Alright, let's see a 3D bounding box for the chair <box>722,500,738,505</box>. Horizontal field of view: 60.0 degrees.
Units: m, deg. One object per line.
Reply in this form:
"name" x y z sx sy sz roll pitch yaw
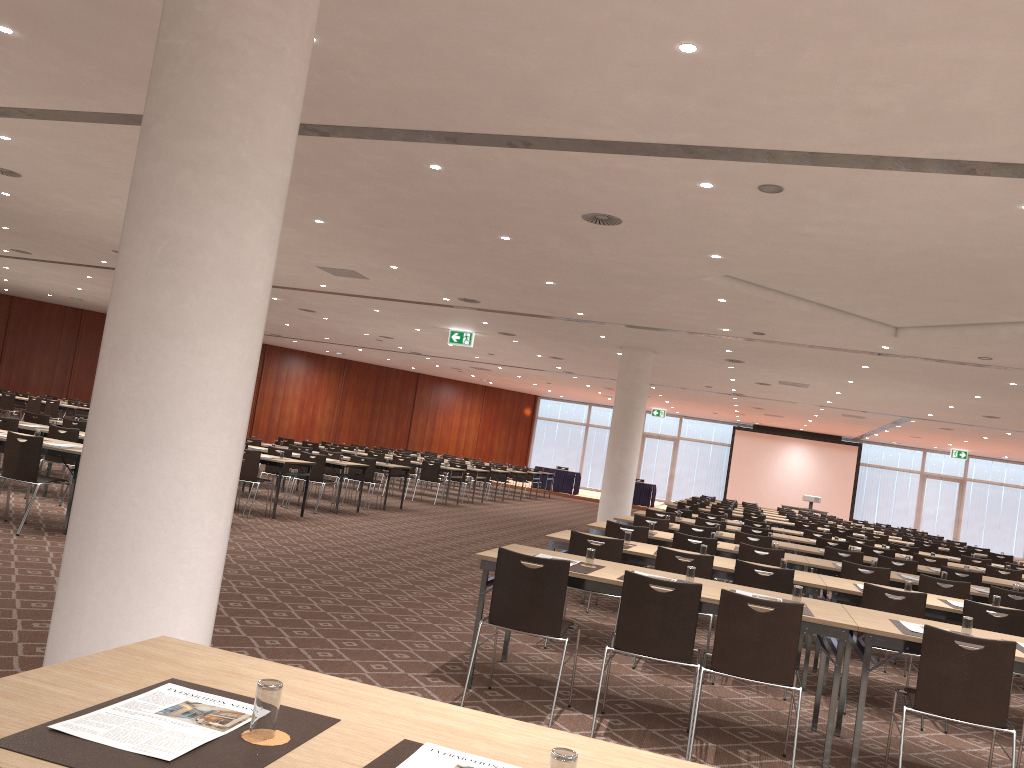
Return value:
"chair" 6.276 3.858 25.760 0.535 0.939 0.614 8 -4 14

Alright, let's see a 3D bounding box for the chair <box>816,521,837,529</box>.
"chair" 6.827 3.497 19.444 0.535 0.939 0.614 8 -4 14

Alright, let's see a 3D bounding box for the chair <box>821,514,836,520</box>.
"chair" 9.570 4.451 26.988 0.535 0.939 0.614 8 -4 18

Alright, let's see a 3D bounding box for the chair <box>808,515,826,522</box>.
"chair" 7.923 3.935 23.271 0.535 0.939 0.614 8 -4 14

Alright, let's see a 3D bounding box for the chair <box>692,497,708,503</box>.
"chair" 5.048 3.548 24.036 0.535 0.939 0.614 8 -4 17

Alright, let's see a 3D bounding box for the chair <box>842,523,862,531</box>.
"chair" 8.034 3.802 21.138 0.535 0.939 0.614 8 -4 14

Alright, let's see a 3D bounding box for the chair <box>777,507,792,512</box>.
"chair" 8.328 4.281 27.290 0.535 0.939 0.614 8 -4 16

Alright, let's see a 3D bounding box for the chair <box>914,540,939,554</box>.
"chair" 7.896 3.494 17.080 0.535 0.939 0.614 8 -4 14

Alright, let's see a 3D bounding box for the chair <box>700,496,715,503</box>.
"chair" 5.677 3.784 26.006 0.535 0.939 0.614 8 -4 13

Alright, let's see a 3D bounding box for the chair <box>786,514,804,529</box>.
"chair" 6.827 3.643 21.510 0.535 0.939 0.614 8 -4 17

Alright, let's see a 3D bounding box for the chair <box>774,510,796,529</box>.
"chair" 7.212 3.838 23.433 0.535 0.939 0.614 8 -4 17

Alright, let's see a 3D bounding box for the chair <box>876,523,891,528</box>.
"chair" 11.045 4.648 26.577 0.535 0.939 0.614 8 -4 14

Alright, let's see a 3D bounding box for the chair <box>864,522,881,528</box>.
"chair" 10.018 4.365 24.797 0.535 0.939 0.614 8 -4 17

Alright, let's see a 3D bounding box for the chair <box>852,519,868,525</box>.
"chair" 10.402 4.557 26.677 0.535 0.939 0.614 8 -4 14

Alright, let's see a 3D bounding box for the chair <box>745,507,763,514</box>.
"chair" 5.865 3.511 21.742 0.535 0.939 0.614 8 -4 13

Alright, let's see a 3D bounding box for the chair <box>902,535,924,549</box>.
"chair" 8.484 3.716 18.946 0.535 0.939 0.614 8 -4 14

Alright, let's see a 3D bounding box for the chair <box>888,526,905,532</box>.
"chair" 10.570 4.433 24.564 0.535 0.939 0.614 8 -4 16

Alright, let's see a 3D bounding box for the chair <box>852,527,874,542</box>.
"chair" 7.551 3.597 19.286 0.535 0.939 0.614 8 -4 13

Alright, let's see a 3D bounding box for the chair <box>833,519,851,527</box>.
"chair" 8.538 4.021 23.143 0.535 0.939 0.614 8 -4 13

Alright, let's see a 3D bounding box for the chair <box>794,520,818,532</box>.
"chair" 5.799 3.213 17.664 0.535 0.939 0.614 8 -4 16

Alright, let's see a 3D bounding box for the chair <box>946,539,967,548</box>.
"chair" 10.218 4.097 20.566 0.535 0.939 0.614 8 -4 15

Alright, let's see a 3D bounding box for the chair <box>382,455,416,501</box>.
"chair" -2.480 2.099 19.886 0.535 0.939 0.614 8 -4 14

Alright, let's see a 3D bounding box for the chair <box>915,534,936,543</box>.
"chair" 9.571 4.008 20.710 0.535 0.939 0.614 8 -4 17

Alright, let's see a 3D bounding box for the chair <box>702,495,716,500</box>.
"chair" 6.144 3.989 27.899 0.535 0.939 0.614 8 -4 18

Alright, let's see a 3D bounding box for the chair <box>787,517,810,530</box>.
"chair" 6.269 3.419 19.564 0.535 0.939 0.614 8 -4 15

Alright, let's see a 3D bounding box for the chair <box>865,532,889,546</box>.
"chair" 7.036 3.376 17.284 0.535 0.939 0.614 8 -4 17

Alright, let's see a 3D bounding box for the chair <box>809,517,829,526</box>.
"chair" 7.341 3.715 21.410 0.535 0.939 0.614 8 -4 16

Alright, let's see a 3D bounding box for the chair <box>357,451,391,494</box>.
"chair" -3.087 2.028 20.200 0.535 0.939 0.614 8 -4 18

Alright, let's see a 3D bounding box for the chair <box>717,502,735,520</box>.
"chair" 5.242 3.430 21.951 0.535 0.939 0.614 8 -4 18

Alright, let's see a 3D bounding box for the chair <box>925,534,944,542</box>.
"chair" 10.629 4.295 22.481 0.535 0.939 0.614 8 -4 17

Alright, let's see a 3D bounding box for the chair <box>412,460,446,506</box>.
"chair" -1.811 2.194 19.784 0.535 0.939 0.614 8 -4 14

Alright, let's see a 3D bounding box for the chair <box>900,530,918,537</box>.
"chair" 10.062 4.222 22.675 0.535 0.939 0.614 8 -4 13

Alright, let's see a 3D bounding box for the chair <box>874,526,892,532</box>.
"chair" 9.468 4.140 22.805 0.535 0.939 0.614 8 -4 15

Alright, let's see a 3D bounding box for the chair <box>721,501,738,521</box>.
"chair" 5.802 3.654 23.905 0.535 0.939 0.614 8 -4 15

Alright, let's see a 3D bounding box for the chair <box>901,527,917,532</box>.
"chair" 11.695 4.730 26.317 0.535 0.939 0.614 8 -4 18

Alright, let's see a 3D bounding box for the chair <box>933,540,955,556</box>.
"chair" 9.073 3.797 18.818 0.535 0.939 0.614 8 -4 15

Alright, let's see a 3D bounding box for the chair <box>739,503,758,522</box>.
"chair" 6.839 3.936 25.639 0.535 0.939 0.614 8 -4 18

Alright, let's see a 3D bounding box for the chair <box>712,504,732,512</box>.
"chair" 4.683 3.207 20.005 0.535 0.939 0.614 8 -4 18

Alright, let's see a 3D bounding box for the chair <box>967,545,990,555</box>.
"chair" 9.702 3.879 18.607 0.535 0.939 0.614 8 -4 17

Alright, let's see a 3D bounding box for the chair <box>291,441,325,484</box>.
"chair" -4.661 1.813 20.578 0.535 0.939 0.614 8 -4 17

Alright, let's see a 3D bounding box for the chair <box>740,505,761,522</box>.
"chair" 6.385 3.729 23.699 0.535 0.939 0.614 8 -4 18

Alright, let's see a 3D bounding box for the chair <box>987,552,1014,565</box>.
"chair" 9.153 3.665 16.773 0.535 0.939 0.614 8 -4 18

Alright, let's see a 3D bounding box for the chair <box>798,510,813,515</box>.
"chair" 8.907 4.356 27.093 0.535 0.939 0.614 8 -4 15

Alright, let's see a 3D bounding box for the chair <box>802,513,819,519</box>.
"chair" 8.421 4.148 25.198 0.535 0.939 0.614 8 -4 18

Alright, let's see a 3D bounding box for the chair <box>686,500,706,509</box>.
"chair" 4.151 3.138 20.189 0.535 0.939 0.614 8 -4 16

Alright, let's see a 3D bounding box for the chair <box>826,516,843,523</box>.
"chair" 9.033 4.227 24.992 0.535 0.939 0.614 8 -4 18

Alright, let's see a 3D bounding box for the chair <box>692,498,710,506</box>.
"chair" 4.662 3.356 22.157 0.535 0.939 0.614 8 -4 13

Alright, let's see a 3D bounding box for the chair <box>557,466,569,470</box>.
"chair" 1.840 3.607 33.682 0.535 0.939 0.614 8 -4 18

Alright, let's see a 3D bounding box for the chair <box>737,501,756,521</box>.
"chair" 7.304 4.142 27.540 0.535 0.939 0.614 8 -4 13

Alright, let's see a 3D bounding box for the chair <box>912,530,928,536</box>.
"chair" 11.143 4.512 24.440 0.535 0.939 0.614 8 -4 15

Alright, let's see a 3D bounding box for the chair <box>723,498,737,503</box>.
"chair" 6.771 4.076 27.768 0.535 0.939 0.614 8 -4 17

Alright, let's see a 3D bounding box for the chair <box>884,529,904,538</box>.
"chair" 8.956 3.931 20.961 0.535 0.939 0.614 8 -4 17

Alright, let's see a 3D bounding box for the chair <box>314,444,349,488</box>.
"chair" -4.094 1.883 20.336 0.535 0.939 0.614 8 -4 17

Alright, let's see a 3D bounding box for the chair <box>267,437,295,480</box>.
"chair" -5.241 1.729 20.655 0.535 0.939 0.614 8 -4 18

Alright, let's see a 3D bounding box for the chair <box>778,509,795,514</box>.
"chair" 7.813 4.070 25.411 0.535 0.939 0.614 8 -4 18

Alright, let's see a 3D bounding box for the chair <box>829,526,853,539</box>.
"chair" 6.440 3.302 17.529 0.535 0.939 0.614 8 -4 15

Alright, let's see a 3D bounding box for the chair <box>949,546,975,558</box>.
"chair" 8.474 3.569 16.883 0.535 0.939 0.614 8 -4 14
